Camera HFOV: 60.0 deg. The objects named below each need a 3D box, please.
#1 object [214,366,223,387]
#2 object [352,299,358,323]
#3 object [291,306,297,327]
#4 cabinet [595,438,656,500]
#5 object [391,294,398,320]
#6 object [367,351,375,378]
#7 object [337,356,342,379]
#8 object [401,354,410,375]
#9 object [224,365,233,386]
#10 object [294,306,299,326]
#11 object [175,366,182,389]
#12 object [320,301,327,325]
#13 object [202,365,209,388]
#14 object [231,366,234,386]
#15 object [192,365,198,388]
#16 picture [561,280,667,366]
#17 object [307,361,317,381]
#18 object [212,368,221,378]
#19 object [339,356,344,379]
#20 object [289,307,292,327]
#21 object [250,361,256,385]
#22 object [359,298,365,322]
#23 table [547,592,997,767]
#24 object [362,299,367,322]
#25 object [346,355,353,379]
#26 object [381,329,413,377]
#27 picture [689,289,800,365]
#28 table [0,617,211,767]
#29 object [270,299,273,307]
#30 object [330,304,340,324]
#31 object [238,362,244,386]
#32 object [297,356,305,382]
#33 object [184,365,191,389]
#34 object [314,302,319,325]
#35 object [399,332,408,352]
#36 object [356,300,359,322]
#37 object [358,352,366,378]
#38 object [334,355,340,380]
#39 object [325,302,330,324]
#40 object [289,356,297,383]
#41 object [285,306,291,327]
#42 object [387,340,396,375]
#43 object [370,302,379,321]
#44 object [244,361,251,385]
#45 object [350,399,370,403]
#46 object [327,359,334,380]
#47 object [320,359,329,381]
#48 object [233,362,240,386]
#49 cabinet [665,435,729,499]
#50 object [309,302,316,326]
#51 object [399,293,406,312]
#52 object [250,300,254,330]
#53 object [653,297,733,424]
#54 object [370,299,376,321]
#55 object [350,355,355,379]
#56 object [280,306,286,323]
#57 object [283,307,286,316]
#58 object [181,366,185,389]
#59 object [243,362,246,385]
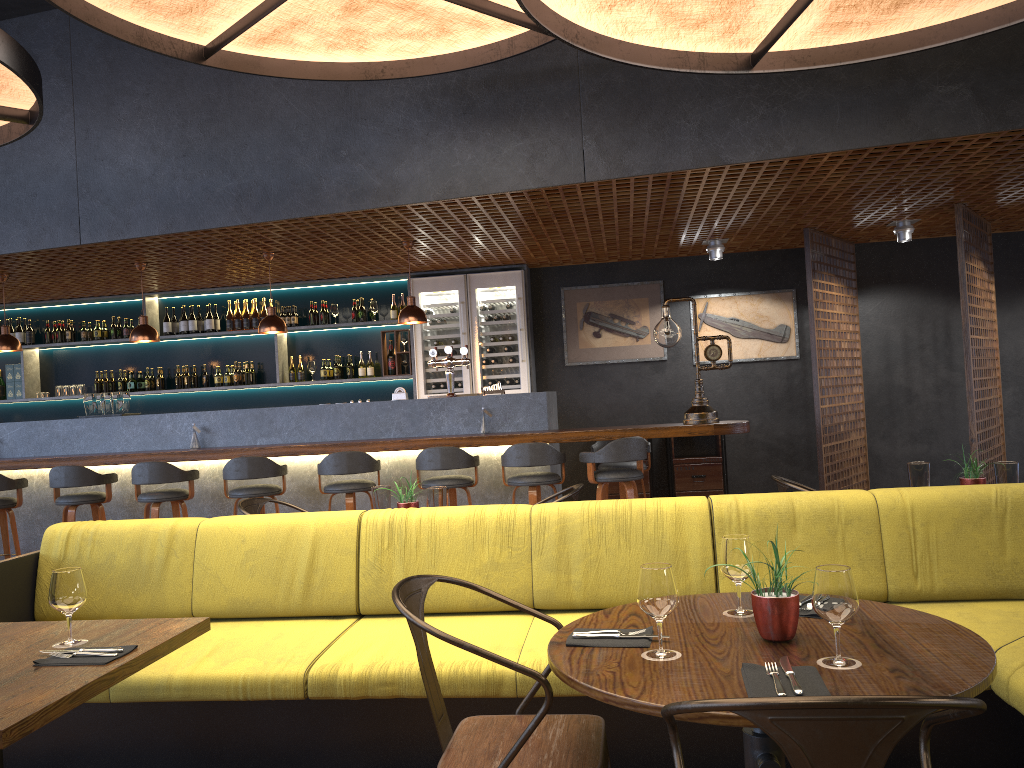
[{"bbox_3d":[-3.128,-0.079,9.459,0.088,0.224,0.088,-3,-1,-23],"label":"object"},{"bbox_3d":[-1.644,-0.761,9.270,0.063,0.254,0.063,-3,-1,-40],"label":"object"},{"bbox_3d":[-2.292,-0.709,9.316,0.056,0.227,0.056,-3,-1,-6],"label":"object"},{"bbox_3d":[1.133,0.939,8.828,0.553,1.007,0.473,-3,-1,7],"label":"cabinet"},{"bbox_3d":[-1.229,-0.798,9.252,0.079,0.281,0.079,-4,-1,16],"label":"object"},{"bbox_3d":[-1.480,-0.205,9.282,0.079,0.281,0.079,-3,-1,1],"label":"object"},{"bbox_3d":[-1.820,-0.170,9.311,0.063,0.254,0.063,-4,-1,35],"label":"object"},{"bbox_3d":[-1.106,-0.201,9.205,0.097,0.206,0.097,-2,-1,-42],"label":"object"},{"bbox_3d":[-3.022,-0.085,9.445,0.088,0.224,0.088,-4,-1,22],"label":"object"},{"bbox_3d":[-2.285,-0.709,9.376,0.056,0.227,0.056,-3,-1,9],"label":"object"},{"bbox_3d":[-3.565,-0.069,9.482,0.063,0.254,0.063,-3,-1,-20],"label":"object"},{"bbox_3d":[-1.971,-0.742,9.271,0.063,0.254,0.063,-3,-1,-20],"label":"object"},{"bbox_3d":[-3.306,-0.082,9.567,0.063,0.254,0.063,-3,-1,-35],"label":"object"},{"bbox_3d":[-3.007,-0.084,9.557,0.088,0.224,0.088,-3,-1,2],"label":"object"},{"bbox_3d":[-3.425,-0.075,9.575,0.063,0.254,0.063,-3,-1,-20],"label":"object"},{"bbox_3d":[1.040,-0.620,9.075,1.039,0.809,0.028,-3,-1,7],"label":"picture"},{"bbox_3d":[-2.096,-0.131,9.307,0.097,0.206,0.097,-3,-1,-24],"label":"object"},{"bbox_3d":[-3.189,-0.065,9.578,0.097,0.206,0.097,-4,-1,39],"label":"object"},{"bbox_3d":[-1.818,-0.169,9.394,0.063,0.254,0.063,-3,-1,-30],"label":"object"},{"bbox_3d":[-2.346,-0.705,9.384,0.056,0.227,0.056,-3,-1,-31],"label":"object"},{"bbox_3d":[-2.775,-0.114,9.485,0.063,0.254,0.063,-3,-1,-20],"label":"object"},{"bbox_3d":[-1.558,-0.767,9.198,0.063,0.254,0.063,-4,-1,35],"label":"object"},{"bbox_3d":[0.609,0.991,2.119,1.007,0.760,1.007,-4,-1,45],"label":"table"},{"bbox_3d":[-1.560,-0.765,9.300,0.063,0.254,0.063,-3,-1,-30],"label":"object"},{"bbox_3d":[-1.698,-0.178,9.269,0.063,0.254,0.063,-3,-1,-30],"label":"object"},{"bbox_3d":[-1.186,-0.320,9.214,0.300,0.475,0.161,-3,-1,7],"label":"object"},{"bbox_3d":[2.331,-0.572,8.906,1.039,0.697,0.028,-3,-1,7],"label":"picture"},{"bbox_3d":[-1.389,1.108,2.288,0.887,0.763,0.906,-3,-1,7],"label":"table"},{"bbox_3d":[-2.569,-0.744,9.480,0.084,0.330,0.084,-3,-1,14],"label":"object"},{"bbox_3d":[-1.847,-0.726,9.260,0.097,0.206,0.097,-3,-1,-24],"label":"object"},{"bbox_3d":[-2.901,-0.106,9.466,0.063,0.254,0.063,-4,-1,35],"label":"object"},{"bbox_3d":[-2.234,-0.159,9.380,0.079,0.281,0.079,-3,-1,-14],"label":"object"},{"bbox_3d":[-3.465,-0.074,9.469,0.063,0.254,0.063,-4,-1,45],"label":"object"},{"bbox_3d":[-2.074,-0.735,9.378,0.063,0.254,0.063,-3,-1,-30],"label":"object"},{"bbox_3d":[-1.119,-0.435,9.209,0.097,0.206,0.097,-2,-1,-42],"label":"object"},{"bbox_3d":[-1.623,-0.760,9.369,0.063,0.254,0.063,-4,-1,35],"label":"object"},{"bbox_3d":[-1.574,-0.199,9.294,0.079,0.281,0.079,-3,-1,-19],"label":"object"},{"bbox_3d":[-1.825,-0.171,9.230,0.063,0.254,0.063,-3,-1,10],"label":"object"},{"bbox_3d":[-1.960,-0.741,9.365,0.063,0.254,0.063,-3,-1,-5],"label":"object"},{"bbox_3d":[-2.327,-0.154,9.392,0.079,0.281,0.079,-3,-1,11],"label":"object"},{"bbox_3d":[-2.353,-0.706,9.324,0.056,0.227,0.056,-3,-1,-16],"label":"object"},{"bbox_3d":[-1.254,-0.270,9.224,0.091,0.369,0.092,-3,-1,-24],"label":"object"},{"bbox_3d":[-1.430,-0.750,9.222,0.097,0.206,0.097,-3,-1,-24],"label":"object"},{"bbox_3d":[-2.798,-0.114,9.380,0.063,0.254,0.063,-3,-1,15],"label":"object"},{"bbox_3d":[-1.553,0.410,9.299,0.310,0.492,0.204,-3,-1,7],"label":"object"},{"bbox_3d":[-1.930,-0.148,9.370,0.088,0.224,0.088,-3,-1,2],"label":"object"},{"bbox_3d":[-1.959,-0.148,9.264,0.088,0.224,0.088,-3,-1,-23],"label":"object"},{"bbox_3d":[-2.912,-0.107,9.370,0.063,0.254,0.063,-3,-1,0],"label":"object"},{"bbox_3d":[1.822,0.898,8.739,0.553,1.007,0.473,-3,-1,7],"label":"cabinet"},{"bbox_3d":[-2.093,-0.735,9.279,0.063,0.254,0.063,-3,-1,5],"label":"object"},{"bbox_3d":[-1.135,-0.803,9.240,0.079,0.281,0.079,-3,-1,-24],"label":"object"},{"bbox_3d":[-2.761,-0.733,9.471,0.084,0.330,0.084,-3,-1,14],"label":"object"},{"bbox_3d":[1.348,-0.179,6.577,0.566,0.944,0.263,-3,-1,0],"label":"object"},{"bbox_3d":[-1.470,-0.769,9.353,0.063,0.254,0.063,-3,-1,15],"label":"object"},{"bbox_3d":[-1.696,-0.176,9.352,0.063,0.254,0.063,-3,-1,15],"label":"object"},{"bbox_3d":[-2.413,-0.702,9.331,0.056,0.227,0.056,-3,-1,-31],"label":"object"},{"bbox_3d":[-2.405,-0.702,9.392,0.056,0.227,0.056,-3,-1,9],"label":"object"},{"bbox_3d":[-3.549,-0.068,9.591,0.063,0.254,0.063,-3,-1,-5],"label":"object"},{"bbox_3d":[-2.873,-0.107,9.547,0.063,0.254,0.063,-4,-1,35],"label":"object"}]
